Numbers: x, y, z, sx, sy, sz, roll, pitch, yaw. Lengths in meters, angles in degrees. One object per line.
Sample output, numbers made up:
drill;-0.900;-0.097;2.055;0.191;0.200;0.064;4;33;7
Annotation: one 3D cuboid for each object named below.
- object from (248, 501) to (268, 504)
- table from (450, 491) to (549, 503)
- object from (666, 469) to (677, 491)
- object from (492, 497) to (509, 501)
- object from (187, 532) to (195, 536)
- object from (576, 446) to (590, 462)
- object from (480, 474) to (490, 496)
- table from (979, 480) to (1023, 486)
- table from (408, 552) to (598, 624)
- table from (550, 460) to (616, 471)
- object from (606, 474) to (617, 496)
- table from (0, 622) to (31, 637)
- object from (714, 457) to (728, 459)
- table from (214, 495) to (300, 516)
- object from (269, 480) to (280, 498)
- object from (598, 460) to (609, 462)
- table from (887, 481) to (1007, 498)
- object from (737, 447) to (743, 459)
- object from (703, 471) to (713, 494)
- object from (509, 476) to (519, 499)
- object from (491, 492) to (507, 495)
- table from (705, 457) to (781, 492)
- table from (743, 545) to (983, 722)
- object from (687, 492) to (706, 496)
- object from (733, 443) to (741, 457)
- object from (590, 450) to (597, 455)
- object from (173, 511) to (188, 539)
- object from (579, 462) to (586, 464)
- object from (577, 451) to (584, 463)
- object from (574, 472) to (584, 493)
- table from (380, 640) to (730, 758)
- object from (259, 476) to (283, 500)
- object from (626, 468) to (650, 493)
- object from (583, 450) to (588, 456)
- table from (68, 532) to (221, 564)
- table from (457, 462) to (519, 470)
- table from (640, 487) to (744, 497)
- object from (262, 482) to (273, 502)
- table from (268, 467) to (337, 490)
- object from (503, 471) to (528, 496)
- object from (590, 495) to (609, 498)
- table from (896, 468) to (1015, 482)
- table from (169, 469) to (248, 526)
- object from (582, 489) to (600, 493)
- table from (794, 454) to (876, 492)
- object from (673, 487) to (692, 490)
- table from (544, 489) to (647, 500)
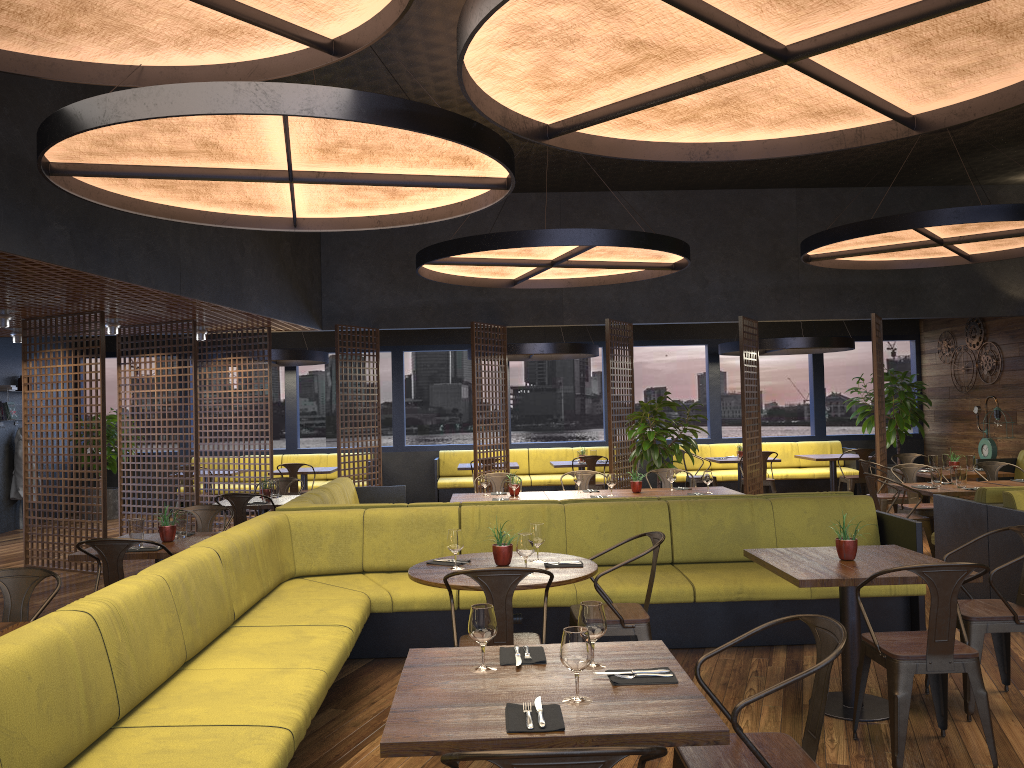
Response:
object;-2.432;1.115;8.338;0.255;0.019;0.157;-1;-1;-2
table;-0.116;1.454;8.409;0.906;0.763;0.887;-1;-1;-2
object;1.556;0.938;8.650;0.097;0.206;0.097;-3;-2;44
object;-0.105;1.058;8.146;0.157;0.019;0.255;-1;-1;-1
object;-2.339;1.059;6.271;0.255;0.019;0.157;-1;-1;-2
object;1.062;1.033;13.242;0.238;0.271;0.260;-2;-2;20
object;-0.260;0.979;8.597;0.097;0.206;0.097;-3;-2;44
table;5.136;1.329;8.413;0.887;0.763;0.906;-1;-1;-2
table;-0.038;1.356;4.723;1.007;0.760;1.007;-2;-2;36
table;1.055;1.552;13.222;0.906;0.763;0.887;-1;-1;-2
object;0.930;0.943;8.293;0.097;0.206;0.097;-3;-2;44
table;-2.234;1.370;3.248;0.887;0.763;0.906;-1;-1;-2
object;3.129;1.113;13.322;0.157;0.019;0.255;-1;-1;-2
table;-2.395;1.515;8.644;0.887;0.763;0.906;-1;-1;-2
object;-2.364;1.046;8.822;0.102;0.178;0.102;-2;-2;14
object;1.369;1.152;13.221;0.157;0.019;0.255;-1;-1;-2
table;4.204;1.351;8.385;0.887;0.763;0.906;-1;-1;-2
object;3.387;1.022;13.133;0.102;0.178;0.102;-1;-2;-16
object;1.838;0.922;8.320;0.097;0.206;0.097;-3;-2;44
object;0.022;0.964;8.266;0.097;0.206;0.097;-3;-2;44
object;-0.129;1.073;8.711;0.157;0.019;0.255;-1;-1;-1
table;3.454;1.496;13.293;0.906;0.763;0.887;-1;-1;-2
table;1.801;1.311;4.667;0.887;0.763;0.906;-1;-1;-2
object;1.711;1.016;8.200;0.157;0.019;0.255;-1;-1;-1
object;3.417;0.979;13.307;0.238;0.271;0.260;-2;-2;20
object;1.210;1.074;13.168;0.102;0.178;0.102;-1;-2;-16
object;-2.286;0.974;6.116;0.102;0.178;0.102;-1;-2;-16
object;1.067;1.151;12.906;0.255;0.019;0.157;-1;-1;-2
object;1.009;1.076;13.065;0.102;0.178;0.102;-1;-2;-16
object;0.648;0.958;8.623;0.097;0.206;0.097;-3;-2;44
table;0.109;1.301;2.721;0.906;0.763;0.887;-1;-1;-2
object;-2.391;0.996;8.648;0.260;0.271;0.238;-1;-1;0
object;1.184;0.908;8.517;0.238;0.271;0.260;-2;-2;20
object;1.094;1.084;13.414;0.102;0.178;0.102;-1;-2;-16
table;-2.312;1.442;5.946;0.887;0.763;0.906;-1;-1;-2
table;-0.345;1.584;13.177;0.887;0.763;0.906;-1;-1;-2
table;1.693;1.413;8.468;0.906;0.763;0.887;-1;-1;-2
object;-2.345;1.037;8.501;0.102;0.178;0.102;-1;-1;4
table;-3.043;1.646;13.097;0.887;0.763;0.906;-1;-1;-2
object;0.010;0.935;8.482;0.238;0.271;0.260;-2;-2;20
object;0.803;1.037;8.173;0.157;0.019;0.255;-1;-1;-1
table;5.034;1.376;10.099;0.887;0.763;0.906;-1;-1;-2
table;-4.442;1.678;13.056;0.887;0.763;0.906;-1;-1;-2
object;0.780;1.052;8.738;0.157;0.019;0.255;-1;-1;-1
table;4.852;1.464;13.330;0.887;0.763;0.906;-1;-1;-2
object;1.688;1.031;8.765;0.157;0.019;0.255;-1;-1;-1
table;0.789;1.433;8.436;0.906;0.763;0.887;-1;-1;-2
